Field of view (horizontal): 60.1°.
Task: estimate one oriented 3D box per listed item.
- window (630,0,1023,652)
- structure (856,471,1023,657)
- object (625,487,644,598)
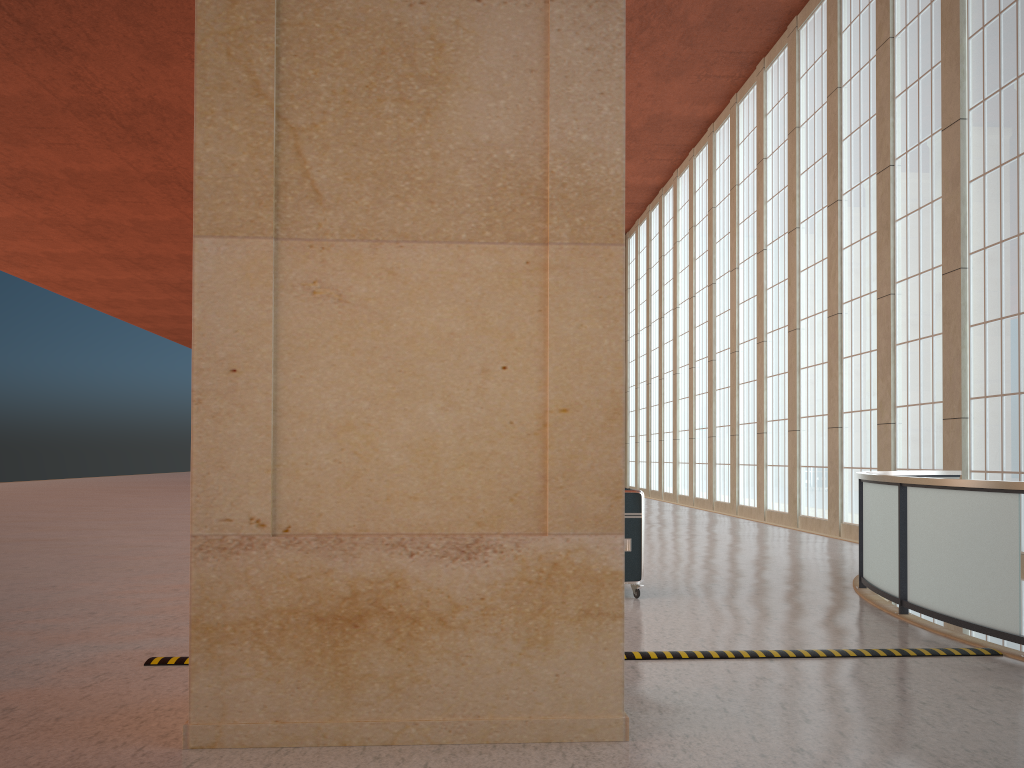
[{"bbox_3d":[6.958,5.111,75.517,0.010,28.587,165.341,0,-5,-4],"label":"window"},{"bbox_3d":[7.527,1.972,9.889,5.245,1.792,13.112,1,-5,-14],"label":"structure"},{"bbox_3d":[1.314,2.308,13.025,1.055,1.539,1.275,0,-2,-4],"label":"object"}]
